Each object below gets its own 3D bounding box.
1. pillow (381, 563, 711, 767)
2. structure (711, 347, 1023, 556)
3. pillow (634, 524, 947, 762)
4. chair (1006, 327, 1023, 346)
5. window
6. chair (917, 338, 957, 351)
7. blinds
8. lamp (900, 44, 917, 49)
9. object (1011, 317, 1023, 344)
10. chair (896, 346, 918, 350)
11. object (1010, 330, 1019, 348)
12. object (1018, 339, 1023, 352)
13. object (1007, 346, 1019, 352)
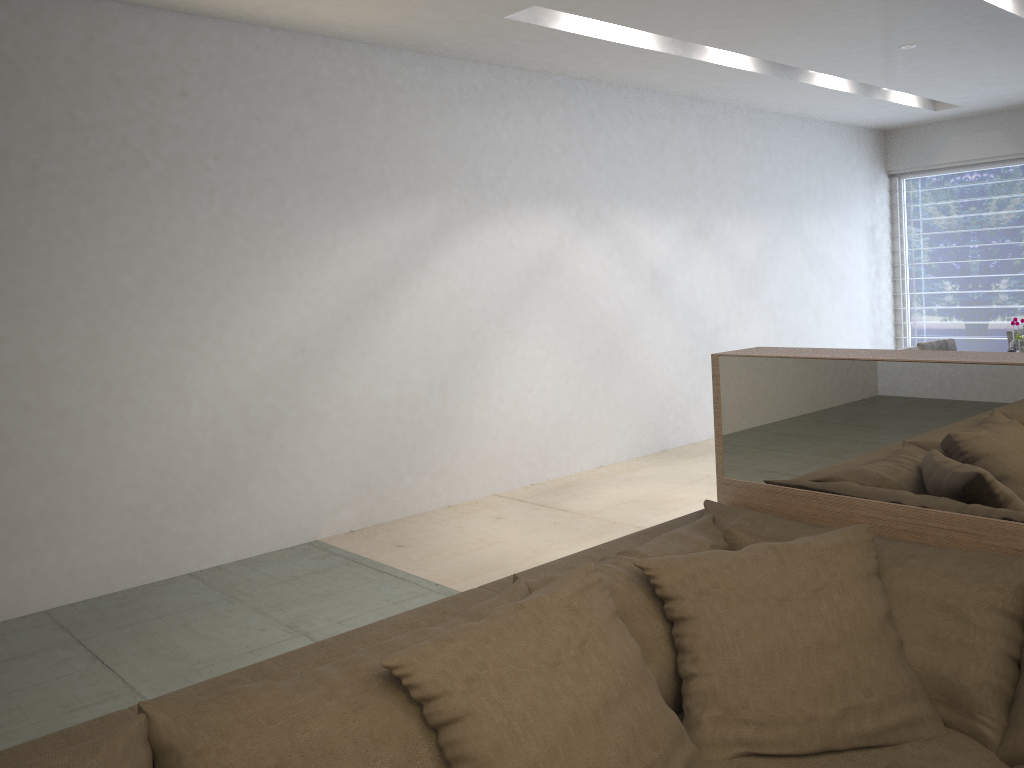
[{"bbox_3d":[0.065,0.518,1.376,0.312,0.338,0.496,1,6,43],"label":"pillow"},{"bbox_3d":[1.881,0.505,0.984,0.225,1.004,3.777,-5,6,-41],"label":"structure"},{"bbox_3d":[0.500,0.471,1.618,0.503,0.355,0.298,-4,4,-10],"label":"pillow"},{"bbox_3d":[3.465,0.029,5.601,0.492,0.759,0.479,0,4,43],"label":"chair"},{"bbox_3d":[6.119,-0.853,5.959,0.159,2.064,7.109,-5,6,-41],"label":"window"},{"bbox_3d":[2.646,0.135,5.032,0.478,0.759,0.492,-5,4,-37],"label":"chair"},{"bbox_3d":[6.032,-0.868,5.896,0.045,2.035,7.103,-5,6,-41],"label":"blinds"},{"bbox_3d":[2.344,-1.993,5.226,0.089,0.007,0.089,-3,6,3],"label":"lamp"},{"bbox_3d":[2.662,-0.209,4.585,0.155,0.275,0.104,-6,4,-44],"label":"object"},{"bbox_3d":[2.292,0.197,4.638,0.492,0.759,0.479,0,4,43],"label":"chair"},{"bbox_3d":[2.706,-0.191,4.751,0.052,0.200,0.052,-3,2,1],"label":"object"},{"bbox_3d":[2.416,-0.113,4.190,0.052,0.200,0.052,-3,2,1],"label":"object"},{"bbox_3d":[2.529,-0.119,4.459,0.053,0.139,0.053,-3,3,6],"label":"object"}]
